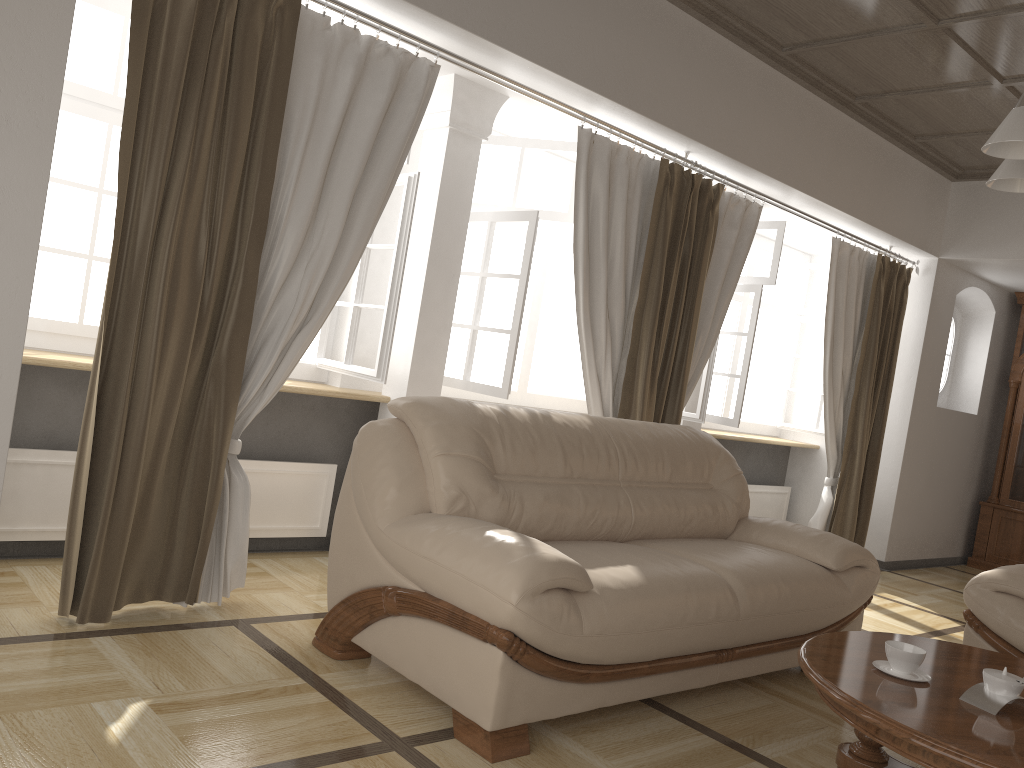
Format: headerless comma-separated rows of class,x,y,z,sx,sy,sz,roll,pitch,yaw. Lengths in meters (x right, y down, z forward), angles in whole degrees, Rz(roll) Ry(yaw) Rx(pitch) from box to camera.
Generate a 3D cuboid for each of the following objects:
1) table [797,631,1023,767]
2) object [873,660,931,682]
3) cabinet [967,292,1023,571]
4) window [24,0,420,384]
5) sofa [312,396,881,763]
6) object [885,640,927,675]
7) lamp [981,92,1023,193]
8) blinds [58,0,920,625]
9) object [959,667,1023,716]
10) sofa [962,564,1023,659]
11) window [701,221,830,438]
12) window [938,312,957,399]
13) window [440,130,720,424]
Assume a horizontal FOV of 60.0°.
table,1.330,1.040,2.346,1.167,0.392,1.169,11,2,43
object,1.069,0.791,2.434,0.150,0.010,0.150,10,2,34
cabinet,4.930,0.554,6.645,0.587,2.298,2.360,8,2,-42
window,-1.179,-0.781,3.610,1.600,1.500,0.781,8,2,-42
sofa,0.451,0.610,3.395,2.135,0.900,1.051,8,2,-42
object,1.075,0.757,2.438,0.105,0.071,0.114,10,2,8
lamp,1.701,-1.085,2.307,0.713,1.094,0.741,8,2,-42
blinds,0.675,-0.098,4.599,5.765,2.294,0.285,8,2,-42
object,1.266,0.765,2.282,0.178,0.133,0.104,9,2,-27
sofa,2.670,0.972,3.541,1.052,0.900,1.318,8,2,-42
window,1.889,-0.349,6.405,1.653,1.500,0.782,8,2,-42
window,3.420,-0.254,7.160,0.600,0.784,0.050,8,2,-42
window,0.419,-0.556,5.082,1.759,1.500,0.784,8,2,-43
